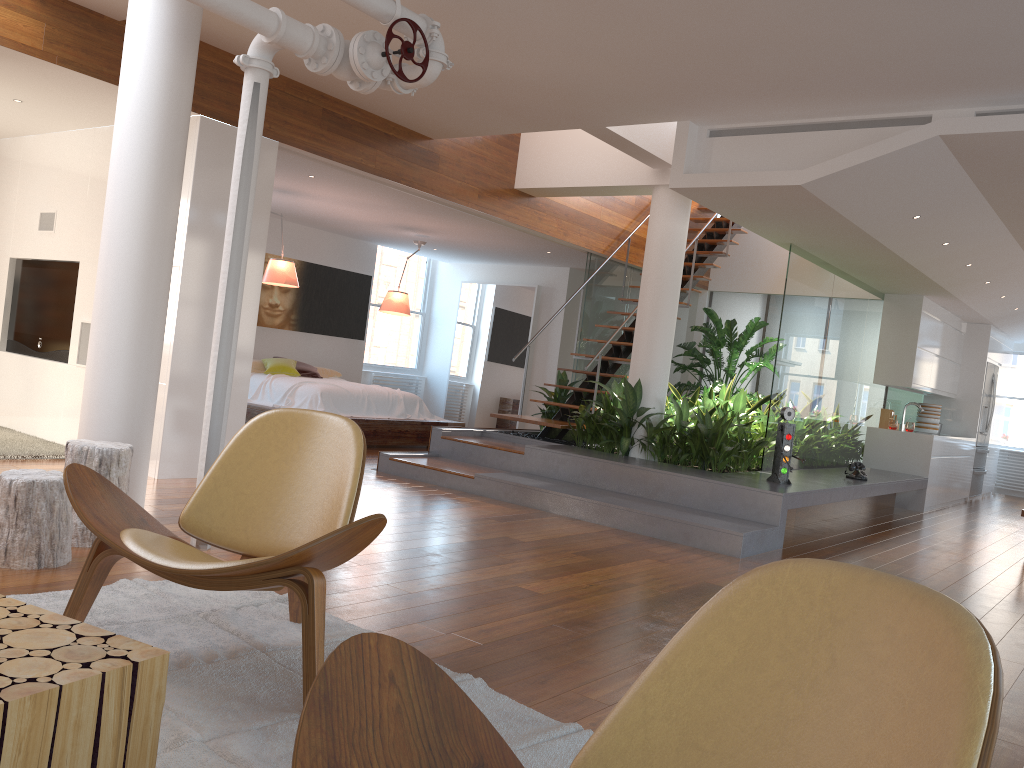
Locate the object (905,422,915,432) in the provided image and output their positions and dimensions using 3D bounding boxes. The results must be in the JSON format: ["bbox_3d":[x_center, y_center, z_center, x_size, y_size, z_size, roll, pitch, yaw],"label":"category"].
[{"bbox_3d":[4.302,0.465,9.588,0.094,0.106,0.094,8,1,42],"label":"object"}]

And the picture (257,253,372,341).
[{"bbox_3d":[-2.769,-1.081,10.444,0.001,0.854,2.969,8,1,37],"label":"picture"}]

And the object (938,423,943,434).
[{"bbox_3d":[5.343,0.528,11.309,0.284,0.196,0.265,7,1,-11],"label":"object"}]

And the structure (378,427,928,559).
[{"bbox_3d":[1.824,0.866,8.465,3.088,0.386,5.584,8,1,37],"label":"structure"}]

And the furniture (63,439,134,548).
[{"bbox_3d":[-1.794,0.465,3.811,0.290,0.418,0.298,7,1,0],"label":"furniture"}]

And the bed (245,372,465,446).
[{"bbox_3d":[-2.091,0.232,9.701,2.314,0.595,2.207,8,1,37],"label":"bed"}]

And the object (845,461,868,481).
[{"bbox_3d":[3.022,0.757,7.803,0.216,0.155,0.181,7,1,1],"label":"object"}]

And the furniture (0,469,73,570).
[{"bbox_3d":[-1.835,0.510,3.396,0.294,0.333,0.292,7,1,7],"label":"furniture"}]

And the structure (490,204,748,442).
[{"bbox_3d":[2.311,-1.187,9.084,2.552,4.265,4.591,8,1,37],"label":"structure"}]

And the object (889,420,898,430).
[{"bbox_3d":[4.186,0.448,9.734,0.094,0.106,0.094,8,1,42],"label":"object"}]

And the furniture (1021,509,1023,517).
[{"bbox_3d":[4.335,1.193,7.107,0.316,0.389,1.433,8,1,37],"label":"furniture"}]

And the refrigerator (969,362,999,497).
[{"bbox_3d":[5.985,0.591,11.834,0.725,1.772,0.908,8,1,37],"label":"refrigerator"}]

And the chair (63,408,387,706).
[{"bbox_3d":[-0.742,0.466,2.543,0.856,0.752,0.867,8,1,42],"label":"chair"}]

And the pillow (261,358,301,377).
[{"bbox_3d":[-2.418,-0.158,9.948,0.805,0.240,1.341,8,1,33],"label":"pillow"}]

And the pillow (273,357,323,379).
[{"bbox_3d":[-2.397,-0.185,9.879,0.534,0.185,0.372,7,1,-24],"label":"pillow"}]

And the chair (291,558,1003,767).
[{"bbox_3d":[0.142,0.606,0.981,0.867,0.752,0.856,7,1,-3],"label":"chair"}]

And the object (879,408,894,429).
[{"bbox_3d":[4.241,0.395,10.034,0.104,0.222,0.200,8,1,37],"label":"object"}]

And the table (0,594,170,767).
[{"bbox_3d":[-0.849,0.589,1.112,0.548,0.534,0.489,8,1,25],"label":"table"}]

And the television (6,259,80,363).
[{"bbox_3d":[-3.465,-0.555,6.650,1.075,0.729,0.091,8,1,37],"label":"television"}]

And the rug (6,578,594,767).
[{"bbox_3d":[-0.933,0.804,1.128,3.525,0.057,3.478,8,1,41],"label":"rug"}]

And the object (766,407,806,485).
[{"bbox_3d":[2.014,0.452,6.433,0.134,0.565,0.318,7,1,-17],"label":"object"}]

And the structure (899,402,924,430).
[{"bbox_3d":[4.763,0.481,10.569,0.248,0.536,0.115,8,1,37],"label":"structure"}]

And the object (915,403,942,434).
[{"bbox_3d":[5.151,0.426,10.978,0.266,0.356,0.267,7,1,-28],"label":"object"}]

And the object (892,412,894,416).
[{"bbox_3d":[4.292,0.408,10.039,0.040,0.192,0.042,7,1,-3],"label":"object"}]

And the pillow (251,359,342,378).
[{"bbox_3d":[-2.582,-0.140,10.036,0.467,0.212,1.410,8,1,35],"label":"pillow"}]

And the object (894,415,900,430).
[{"bbox_3d":[4.397,0.437,10.225,0.100,0.170,0.173,8,1,38],"label":"object"}]

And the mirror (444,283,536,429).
[{"bbox_3d":[-0.330,-0.336,12.070,1.267,2.044,0.049,8,1,37],"label":"mirror"}]

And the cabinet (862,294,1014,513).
[{"bbox_3d":[5.527,0.327,11.268,0.676,2.280,4.565,8,1,37],"label":"cabinet"}]
